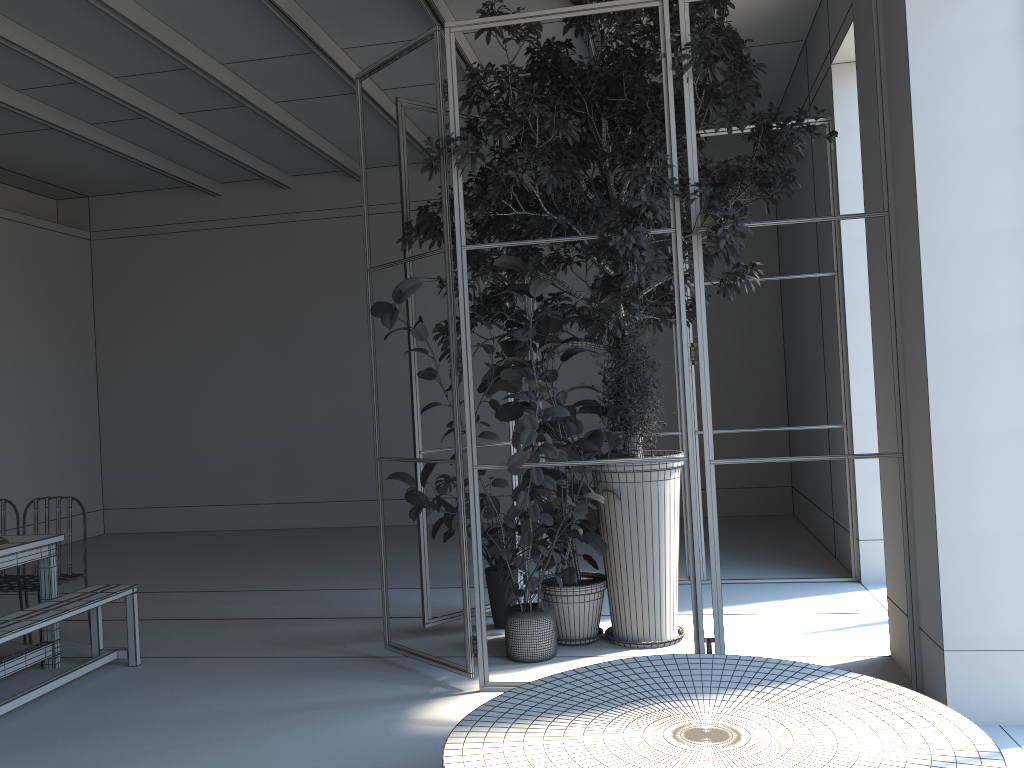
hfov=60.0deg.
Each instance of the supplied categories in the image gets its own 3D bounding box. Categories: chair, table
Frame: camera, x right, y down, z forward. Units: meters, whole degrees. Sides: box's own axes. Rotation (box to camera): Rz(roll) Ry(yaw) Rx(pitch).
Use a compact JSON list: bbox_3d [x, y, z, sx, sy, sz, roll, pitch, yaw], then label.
[{"bbox_3d":[-3.545,1.259,5.743,0.474,0.975,0.488,-3,-1,10],"label":"chair"},{"bbox_3d":[-3.057,1.232,5.657,0.474,0.975,0.488,-3,-1,10],"label":"chair"},{"bbox_3d":[-3.682,1.367,4.937,1.784,0.819,1.239,-3,-1,10],"label":"table"},{"bbox_3d":[0.641,1.303,2.838,1.709,0.387,1.708,-3,-1,2],"label":"table"}]

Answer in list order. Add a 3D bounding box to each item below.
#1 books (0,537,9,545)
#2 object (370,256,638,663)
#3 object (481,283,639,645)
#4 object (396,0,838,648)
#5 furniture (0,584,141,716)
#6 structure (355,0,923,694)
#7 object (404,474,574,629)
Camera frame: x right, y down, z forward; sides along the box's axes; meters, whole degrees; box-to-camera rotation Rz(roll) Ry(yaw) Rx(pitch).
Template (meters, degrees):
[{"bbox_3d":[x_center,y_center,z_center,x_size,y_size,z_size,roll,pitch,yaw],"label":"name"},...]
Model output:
[{"bbox_3d":[-3.040,0.906,5.037,0.249,0.041,0.202,-3,-1,8],"label":"books"},{"bbox_3d":[-0.033,0.477,4.902,1.253,2.183,1.309,-3,-1,21],"label":"object"},{"bbox_3d":[0.266,0.459,5.486,1.270,2.157,0.868,-4,-1,41],"label":"object"},{"bbox_3d":[0.525,-0.539,5.174,2.243,4.154,2.486,-3,-1,-18],"label":"object"},{"bbox_3d":[-2.483,1.445,4.725,0.300,0.478,1.260,-3,-1,10],"label":"furniture"},{"bbox_3d":[0.765,-0.162,5.570,2.994,3.454,2.452,-3,-1,10],"label":"structure"},{"bbox_3d":[-0.140,1.084,5.692,1.125,1.001,0.920,-3,-1,7],"label":"object"}]
